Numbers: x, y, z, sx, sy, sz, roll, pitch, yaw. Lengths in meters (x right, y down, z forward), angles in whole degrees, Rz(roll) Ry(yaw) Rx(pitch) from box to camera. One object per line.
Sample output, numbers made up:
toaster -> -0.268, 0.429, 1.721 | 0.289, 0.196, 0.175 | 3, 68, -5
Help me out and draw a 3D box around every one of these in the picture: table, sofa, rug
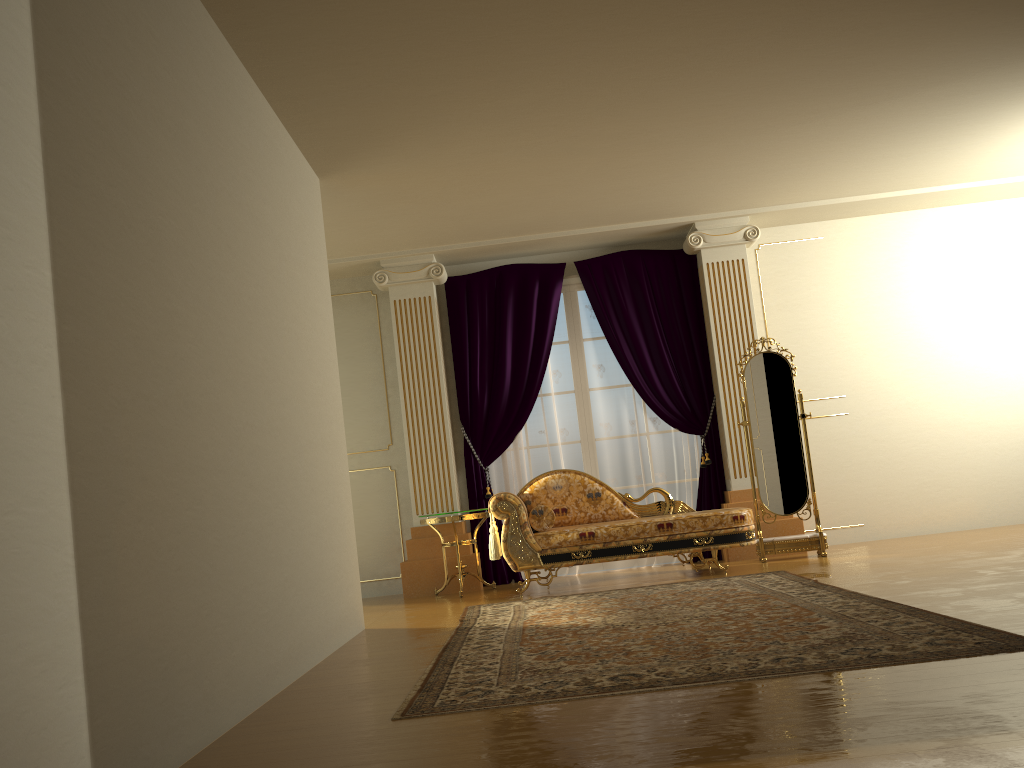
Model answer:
table -> -0.401, 1.302, 6.804 | 0.571, 0.639, 0.575 | -1, -8, -44
sofa -> 0.776, 0.992, 6.392 | 1.893, 0.866, 0.697 | -7, -5, 1
rug -> 0.705, 1.146, 4.331 | 2.117, 0.017, 3.099 | -7, -8, 1

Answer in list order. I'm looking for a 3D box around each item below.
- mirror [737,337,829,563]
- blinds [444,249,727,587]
mirror -> 2.010, 0.475, 6.697 | 0.542, 1.690, 0.244 | -7, -4, 11
blinds -> 0.631, 0.256, 7.415 | 2.235, 2.639, 0.341 | -7, -4, 2
